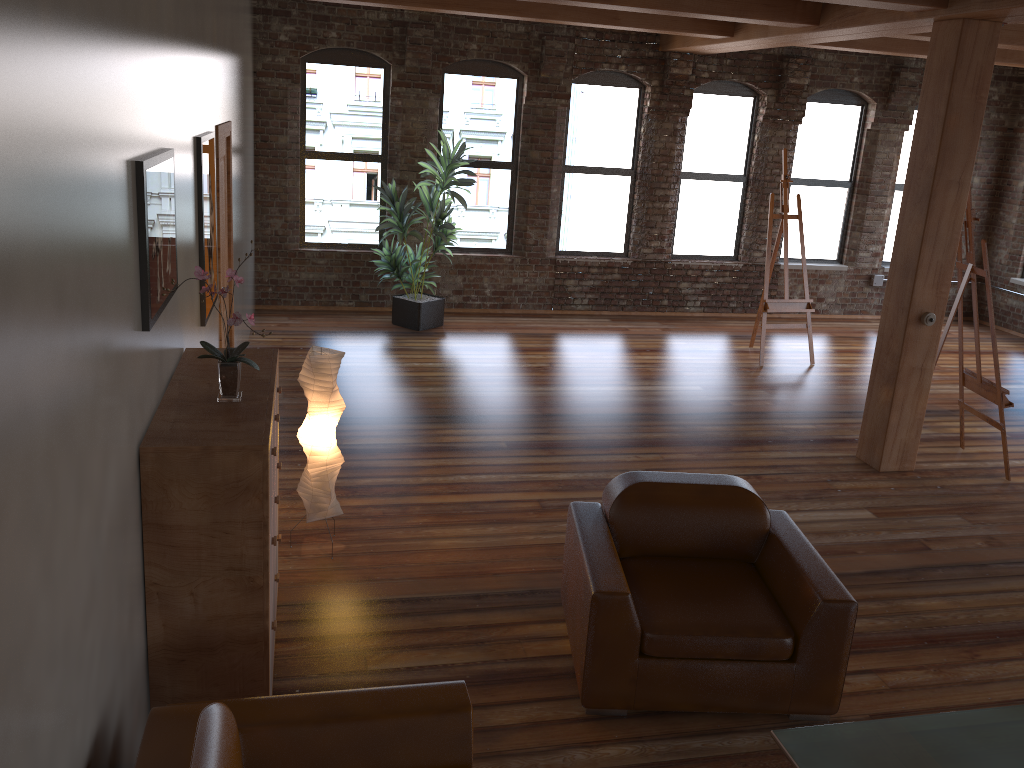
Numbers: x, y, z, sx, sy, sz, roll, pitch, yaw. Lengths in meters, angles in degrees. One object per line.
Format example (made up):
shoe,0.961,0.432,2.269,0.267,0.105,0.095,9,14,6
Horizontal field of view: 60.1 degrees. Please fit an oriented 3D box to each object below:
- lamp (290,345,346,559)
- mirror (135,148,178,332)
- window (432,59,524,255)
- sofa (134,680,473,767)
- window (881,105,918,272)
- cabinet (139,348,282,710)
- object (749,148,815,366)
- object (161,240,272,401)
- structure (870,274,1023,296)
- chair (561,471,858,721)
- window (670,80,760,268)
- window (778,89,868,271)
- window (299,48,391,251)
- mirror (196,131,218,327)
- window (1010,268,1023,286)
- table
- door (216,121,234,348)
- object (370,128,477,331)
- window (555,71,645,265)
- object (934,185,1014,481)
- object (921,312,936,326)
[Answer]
lamp,-0.978,0.347,4.611,0.262,1.101,0.272,13,17,30
mirror,-1.254,-0.539,3.152,0.025,0.542,0.702,0,17,-13
window,-0.403,-2.574,10.128,0.968,2.145,0.087,0,15,-13
sofa,-0.329,1.499,1.665,0.951,0.727,2.442,0,17,-13
window,5.345,-2.549,11.430,0.968,2.193,0.221,0,15,-13
cabinet,-1.161,0.596,3.593,0.418,1.195,1.200,0,16,-13
object,2.780,-1.312,9.082,0.662,2.116,0.692,-1,16,-18
object,-1.081,-0.228,3.259,0.370,0.582,0.301,-1,16,-19
structure,7.696,0.775,5.593,1.634,0.310,13.866,-2,18,-20
chair,0.803,0.891,3.881,1.063,0.727,0.840,3,16,-4
window,2.466,-2.535,10.748,0.968,2.202,0.224,0,15,-13
window,3.899,-2.544,11.087,0.968,2.193,0.221,0,15,-13
window,-1.855,-2.569,9.784,0.968,2.145,0.087,0,15,-13
mirror,-1.633,-0.855,4.759,0.025,0.941,0.702,0,16,-13
window,6.667,-2.214,10.644,0.232,2.190,0.980,0,16,-13
table,1.433,1.607,2.005,0.939,0.554,1.893,0,17,-13
door,-2.016,-0.687,6.014,0.226,2.096,1.042,0,16,-13
object,-1.002,-1.653,9.393,1.083,2.079,0.975,-7,19,-34
window,1.040,-2.530,10.411,0.968,2.202,0.224,0,15,-13
object,3.292,-0.436,6.375,0.685,2.116,0.669,3,15,-4
object,2.861,-0.441,6.065,0.095,0.094,0.062,0,16,-13
